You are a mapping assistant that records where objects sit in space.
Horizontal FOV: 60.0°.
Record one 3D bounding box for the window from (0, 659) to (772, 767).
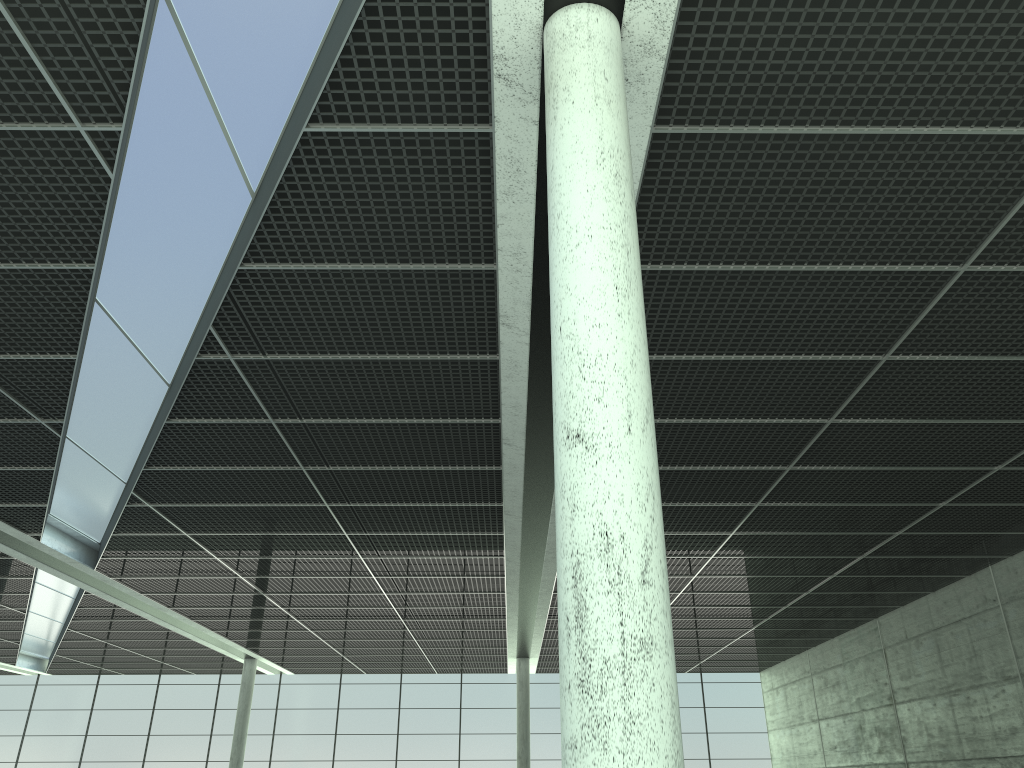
[{"bbox_3d":[-23.950,16.722,44.647,100.163,16.080,100.192,0,-27,0],"label":"window"}]
